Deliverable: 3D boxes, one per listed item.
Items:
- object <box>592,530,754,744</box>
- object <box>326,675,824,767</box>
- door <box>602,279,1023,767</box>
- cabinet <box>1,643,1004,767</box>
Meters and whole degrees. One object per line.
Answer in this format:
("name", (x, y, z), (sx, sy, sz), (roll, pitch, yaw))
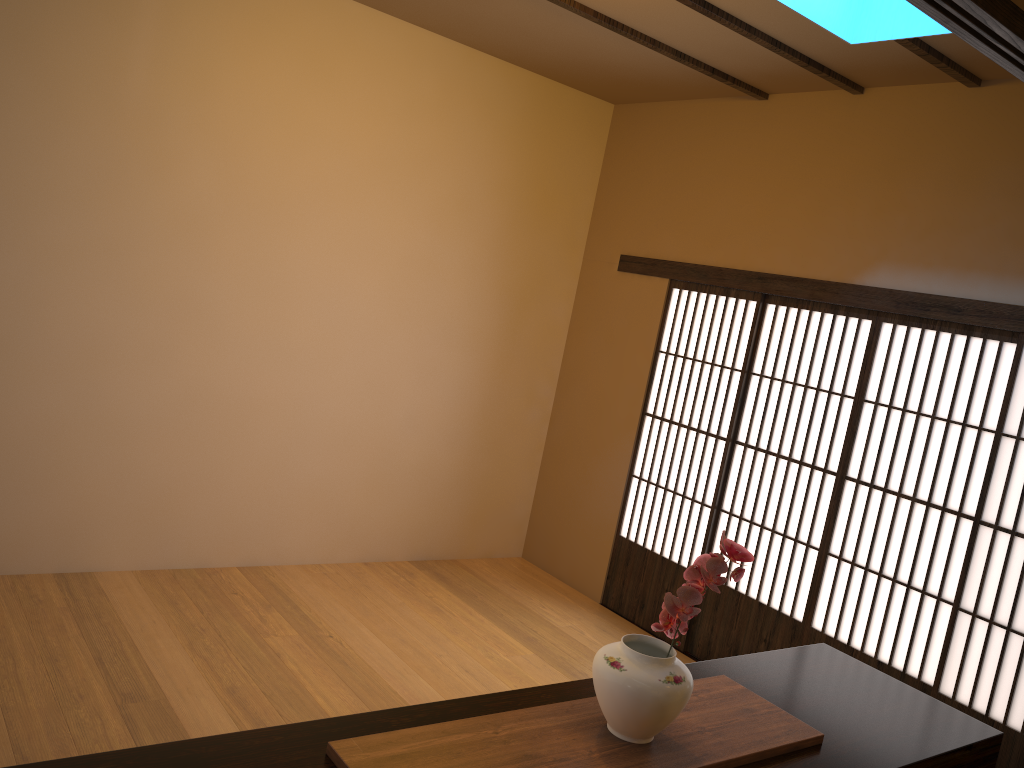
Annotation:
("object", (0.316, 0.477, 1.684), (0.320, 0.377, 0.190), (9, 6, -29))
("object", (0.172, 0.657, 1.624), (0.996, 0.020, 0.268), (7, 8, -38))
("door", (1.545, 0.628, 4.284), (0.066, 1.996, 2.659), (8, 6, -38))
("cabinet", (0.055, 1.140, 1.635), (2.181, 0.969, 0.491), (7, 6, -38))
